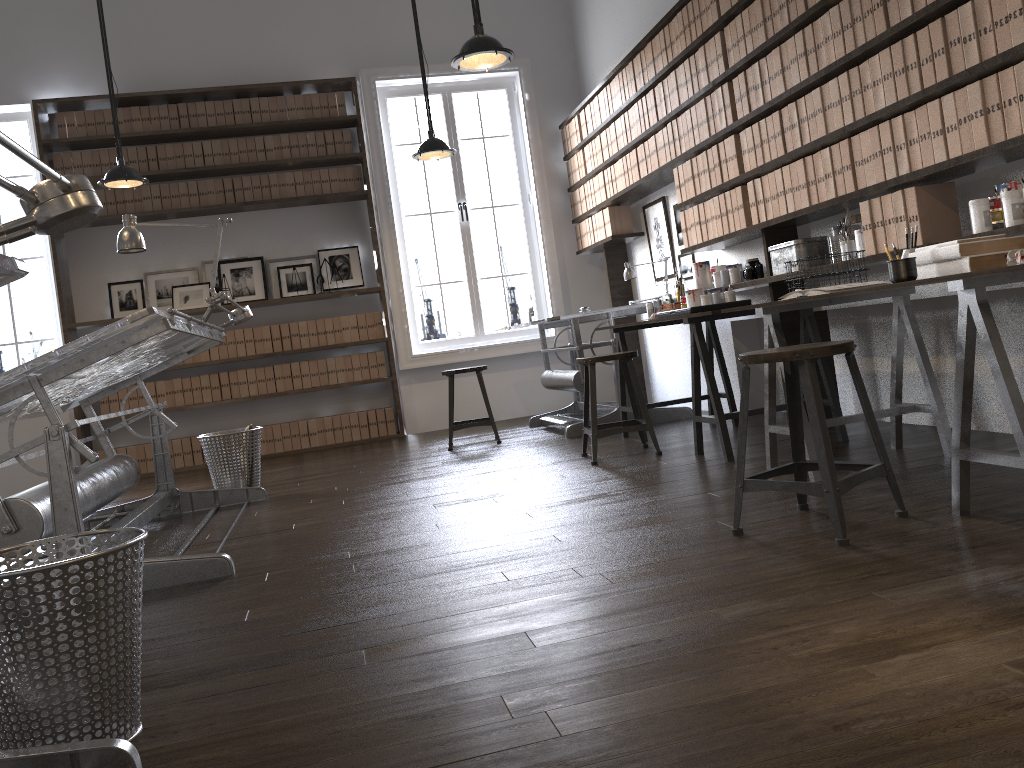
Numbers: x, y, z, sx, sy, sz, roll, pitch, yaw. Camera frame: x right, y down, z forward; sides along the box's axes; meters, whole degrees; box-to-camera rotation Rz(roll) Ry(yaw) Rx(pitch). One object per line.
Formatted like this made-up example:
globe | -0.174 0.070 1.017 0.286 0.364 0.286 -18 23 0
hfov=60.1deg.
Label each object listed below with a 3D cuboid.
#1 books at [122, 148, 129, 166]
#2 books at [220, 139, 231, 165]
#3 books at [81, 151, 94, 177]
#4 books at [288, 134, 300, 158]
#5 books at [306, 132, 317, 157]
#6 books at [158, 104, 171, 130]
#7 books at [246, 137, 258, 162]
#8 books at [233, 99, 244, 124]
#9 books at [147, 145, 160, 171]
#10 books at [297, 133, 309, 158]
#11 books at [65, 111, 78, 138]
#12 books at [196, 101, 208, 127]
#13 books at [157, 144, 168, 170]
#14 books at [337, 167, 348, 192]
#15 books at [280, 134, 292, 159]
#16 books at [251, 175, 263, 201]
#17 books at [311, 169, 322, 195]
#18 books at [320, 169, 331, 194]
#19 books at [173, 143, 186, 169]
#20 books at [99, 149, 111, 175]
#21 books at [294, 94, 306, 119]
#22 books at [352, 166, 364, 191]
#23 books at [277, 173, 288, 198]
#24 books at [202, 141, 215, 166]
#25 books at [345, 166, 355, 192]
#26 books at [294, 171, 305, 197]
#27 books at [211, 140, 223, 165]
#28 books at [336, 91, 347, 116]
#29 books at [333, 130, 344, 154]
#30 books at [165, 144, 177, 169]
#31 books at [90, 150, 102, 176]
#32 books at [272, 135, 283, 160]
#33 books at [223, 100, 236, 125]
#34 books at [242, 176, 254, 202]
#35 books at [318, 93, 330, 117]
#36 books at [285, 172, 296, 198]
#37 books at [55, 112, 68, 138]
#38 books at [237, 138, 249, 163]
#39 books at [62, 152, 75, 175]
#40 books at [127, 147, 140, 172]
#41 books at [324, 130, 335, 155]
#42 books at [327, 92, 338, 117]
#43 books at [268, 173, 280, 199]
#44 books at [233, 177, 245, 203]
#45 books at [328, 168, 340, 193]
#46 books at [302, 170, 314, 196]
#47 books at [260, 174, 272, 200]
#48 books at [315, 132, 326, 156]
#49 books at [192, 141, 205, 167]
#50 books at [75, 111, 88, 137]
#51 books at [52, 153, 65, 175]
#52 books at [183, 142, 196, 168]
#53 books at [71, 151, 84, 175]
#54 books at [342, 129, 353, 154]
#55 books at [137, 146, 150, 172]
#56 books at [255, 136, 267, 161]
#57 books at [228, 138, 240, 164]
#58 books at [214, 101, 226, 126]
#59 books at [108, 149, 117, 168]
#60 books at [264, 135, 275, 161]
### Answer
books | -3.085 -1.756 7.083 0.067 0.226 0.174 -8 1 -12
books | -2.334 -1.867 7.242 0.067 0.225 0.174 -8 1 -12
books | -3.344 -1.718 7.024 0.067 0.225 0.174 -8 1 -12
books | -1.805 -1.945 7.356 0.067 0.226 0.174 -8 1 -12
books | -1.666 -1.966 7.382 0.067 0.226 0.174 -8 1 -12
books | -2.792 -2.121 7.152 0.067 0.226 0.174 -8 1 -12
books | -2.134 -1.897 7.285 0.067 0.226 0.174 -8 1 -12
books | -2.238 -2.203 7.273 0.067 0.225 0.174 -8 1 -12
books | -2.873 -1.787 7.123 0.067 0.226 0.174 -8 1 -12
books | -1.736 -1.955 7.371 0.067 0.226 0.174 -8 1 -12
books | -3.464 -2.022 7.007 0.067 0.226 0.174 -8 1 -12
books | -2.515 -2.162 7.210 0.067 0.226 0.174 -8 1 -12
books | -2.803 -1.798 7.144 0.067 0.225 0.174 -8 1 -12
books | -1.423 -1.686 7.421 0.067 0.226 0.174 -8 1 -12
books | -1.869 -1.936 7.337 0.067 0.226 0.174 -8 1 -12
books | -2.092 -1.587 7.284 0.067 0.226 0.174 -8 1 -12
books | -1.627 -1.656 7.385 0.067 0.226 0.174 -8 1 -12
books | -1.558 -1.666 7.395 0.067 0.226 0.174 -8 1 -12
books | -2.677 -1.816 7.164 0.067 0.226 0.174 -8 1 -12
books | -3.218 -1.736 7.048 0.067 0.226 0.174 -8 1 -12
books | -1.762 -2.274 7.374 0.067 0.225 0.174 -8 1 -12
books | -1.295 -1.705 7.454 0.067 0.226 0.174 -8 1 -12
books | -1.893 -1.617 7.325 0.067 0.225 0.174 -8 1 -12
books | -2.464 -1.848 7.211 0.067 0.226 0.174 -8 1 -12
books | -1.363 -1.695 7.438 0.067 0.225 0.174 -8 1 -12
books | -1.761 -1.636 7.350 0.067 0.226 0.174 -8 1 -12
books | -2.394 -1.858 7.227 0.067 0.225 0.174 -8 1 -12
books | -1.433 -2.322 7.443 0.067 0.226 0.174 -8 1 -12
books | -1.454 -1.997 7.432 0.067 0.225 0.174 -8 1 -12
books | -2.739 -1.807 7.155 0.067 0.225 0.174 -8 1 -12
books | -3.283 -1.727 7.039 0.067 0.225 0.174 -8 1 -12
books | -1.935 -1.926 7.327 0.067 0.225 0.174 -8 1 -12
books | -2.310 -2.193 7.259 0.067 0.226 0.174 -8 1 -12
books | -2.160 -1.577 7.265 0.067 0.226 0.174 -8 1 -12
books | -1.572 -2.302 7.417 0.067 0.226 0.174 -8 1 -12
books | -1.832 -1.626 7.337 0.067 0.225 0.174 -8 1 -12
books | -3.534 -2.011 6.991 0.067 0.226 0.174 -8 1 -12
books | -2.202 -1.887 7.273 0.067 0.226 0.174 -8 1 -12
books | -3.483 -1.697 6.997 0.067 0.226 0.174 -8 1 -12
books | -3.015 -1.766 7.093 0.067 0.226 0.174 -8 1 -12
books | -1.525 -1.987 7.411 0.067 0.226 0.174 -8 1 -12
books | -1.503 -2.312 7.432 0.067 0.226 0.174 -8 1 -12
books | -1.957 -1.607 7.307 0.067 0.226 0.174 -8 1 -12
books | -2.230 -1.567 7.255 0.067 0.226 0.174 -8 1 -12
books | -1.487 -1.677 7.407 0.067 0.226 0.174 -8 1 -12
books | -1.694 -1.646 7.368 0.067 0.226 0.174 -8 1 -12
books | -2.023 -1.598 7.299 0.067 0.226 0.174 -8 1 -12
books | -1.598 -1.976 7.401 0.067 0.226 0.174 -8 1 -12
books | -2.537 -1.837 7.197 0.067 0.226 0.174 -8 1 -12
books | -3.394 -2.032 7.025 0.067 0.226 0.174 -8 1 -12
books | -3.551 -1.687 6.984 0.067 0.226 0.174 -8 1 -12
books | -2.606 -1.826 7.179 0.067 0.226 0.174 -8 1 -12
books | -3.414 -1.707 7.008 0.067 0.226 0.174 -8 1 -12
books | -1.380 -2.008 7.445 0.067 0.225 0.174 -8 1 -12
books | -2.947 -1.776 7.113 0.067 0.226 0.174 -8 1 -12
books | -2.065 -1.907 7.296 0.067 0.226 0.174 -8 1 -12
books | -2.268 -1.876 7.251 0.067 0.226 0.174 -8 1 -12
books | -2.378 -2.183 7.246 0.067 0.226 0.174 -8 1 -12
books | -3.153 -1.746 7.068 0.067 0.226 0.174 -8 1 -12
books | -1.995 -1.917 7.313 0.067 0.225 0.174 -8 1 -12
